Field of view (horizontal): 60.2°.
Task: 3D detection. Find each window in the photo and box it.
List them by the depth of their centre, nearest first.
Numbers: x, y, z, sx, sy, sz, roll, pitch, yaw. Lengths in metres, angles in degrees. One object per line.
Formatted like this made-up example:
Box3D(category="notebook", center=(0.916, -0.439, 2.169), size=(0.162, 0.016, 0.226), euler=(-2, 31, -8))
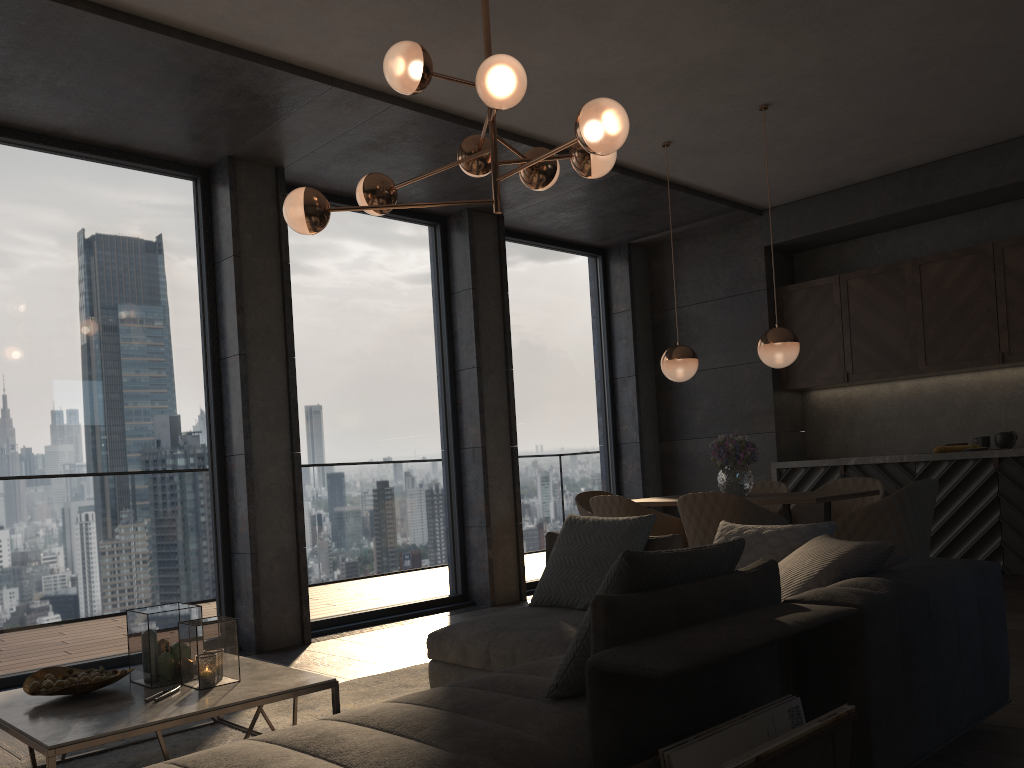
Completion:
Box3D(category="window", center=(-1.680, 0.162, 5.639), size=(7.261, 2.993, 0.200), euler=(1, -4, -44))

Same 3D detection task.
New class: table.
Box3D(category="table", center=(-1.248, 1.213, 3.071), size=(0.930, 0.308, 0.935), euler=(2, -7, -44))
Box3D(category="table", center=(1.375, 1.071, 5.389), size=(0.768, 0.767, 1.474), euler=(0, -5, -44))

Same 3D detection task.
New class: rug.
Box3D(category="rug", center=(-0.765, 1.356, 3.192), size=(3.141, 0.020, 1.738), euler=(2, -8, -44))

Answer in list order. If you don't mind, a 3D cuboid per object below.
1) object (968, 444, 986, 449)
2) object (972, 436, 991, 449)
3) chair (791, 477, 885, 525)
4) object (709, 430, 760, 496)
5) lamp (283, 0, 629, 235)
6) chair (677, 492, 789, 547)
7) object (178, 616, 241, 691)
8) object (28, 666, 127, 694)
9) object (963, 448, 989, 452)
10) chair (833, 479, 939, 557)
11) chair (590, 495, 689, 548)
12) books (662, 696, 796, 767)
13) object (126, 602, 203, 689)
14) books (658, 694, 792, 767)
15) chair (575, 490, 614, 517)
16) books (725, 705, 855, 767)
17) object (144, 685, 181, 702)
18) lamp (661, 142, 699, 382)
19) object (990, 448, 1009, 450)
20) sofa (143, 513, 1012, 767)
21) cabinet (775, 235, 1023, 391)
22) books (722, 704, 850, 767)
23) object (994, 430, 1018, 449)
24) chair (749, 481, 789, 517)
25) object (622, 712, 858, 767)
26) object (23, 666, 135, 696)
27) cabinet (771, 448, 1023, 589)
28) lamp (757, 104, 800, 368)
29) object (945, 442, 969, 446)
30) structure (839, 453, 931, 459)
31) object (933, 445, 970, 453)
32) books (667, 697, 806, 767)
Box3D(category="object", center=(3.325, 0.454, 6.332), size=(0.116, 0.045, 0.120), euler=(1, -7, -39))
Box3D(category="object", center=(3.439, 0.435, 6.454), size=(0.112, 0.103, 0.091), euler=(-3, -3, -12))
Box3D(category="chair", center=(2.047, 1.009, 5.501), size=(0.509, 0.835, 0.557), euler=(-1, -3, -45))
Box3D(category="object", center=(1.370, 0.484, 5.407), size=(0.298, 0.408, 0.329), euler=(-4, -3, 16))
Box3D(category="lamp", center=(-0.136, -1.163, 3.724), size=(1.467, 1.036, 1.016), euler=(-5, -4, 22))
Box3D(category="chair", center=(1.195, 0.985, 4.758), size=(0.557, 0.835, 0.509), euler=(-5, -3, 40))
Box3D(category="object", center=(-1.063, 0.940, 3.099), size=(0.149, 0.220, 0.149), euler=(-1, -3, -44))
Box3D(category="object", center=(-1.498, 1.032, 3.048), size=(0.278, 0.072, 0.324), euler=(-7, -7, 35))
Box3D(category="object", center=(3.326, 0.472, 6.332), size=(0.170, 0.020, 0.171), euler=(-2, -6, -18))
Box3D(category="chair", center=(1.989, 0.932, 4.709), size=(0.554, 0.835, 0.512), euler=(-2, -3, -40))
Box3D(category="chair", center=(0.769, 1.055, 5.197), size=(0.509, 0.835, 0.557), euler=(-2, -3, -35))
Box3D(category="books", center=(0.568, 0.986, 2.111), size=(0.567, 0.354, 0.068), euler=(1, -3, -44))
Box3D(category="object", center=(-1.256, 0.942, 3.203), size=(0.196, 0.260, 0.200), euler=(-1, -3, -44))
Box3D(category="books", center=(0.559, 0.988, 2.124), size=(0.567, 0.354, 0.062), euler=(1, -3, -44))
Box3D(category="chair", center=(0.740, 1.143, 6.052), size=(0.554, 0.835, 0.512), euler=(-2, -3, -40))
Box3D(category="books", center=(0.639, 0.973, 2.023), size=(0.567, 0.354, 0.065), euler=(1, -3, -44))
Box3D(category="object", center=(-1.161, 1.035, 2.954), size=(0.046, 0.012, 0.182), euler=(-4, -6, 7))
Box3D(category="lamp", center=(1.038, -0.781, 5.684), size=(0.238, 1.542, 0.240), euler=(-3, -1, -38))
Box3D(category="object", center=(3.317, 0.478, 6.400), size=(0.492, 0.040, 0.284), euler=(-8, -8, 41))
Box3D(category="sofa", center=(0.084, 0.887, 2.891), size=(2.909, 0.782, 2.034), euler=(2, -7, -44))
Box3D(category="cabinet", center=(3.536, -0.566, 6.338), size=(0.369, 0.863, 3.410), euler=(-2, -5, -44))
Box3D(category="books", center=(0.635, 0.975, 2.037), size=(0.567, 0.354, 0.065), euler=(1, -3, -44))
Box3D(category="object", center=(3.542, 0.400, 6.341), size=(0.136, 0.137, 0.153), euler=(-4, -4, 19))
Box3D(category="chair", center=(1.613, 1.084, 5.985), size=(0.557, 0.835, 0.509), euler=(-5, -3, 40))
Box3D(category="object", center=(0.548, 0.989, 2.023), size=(0.667, 0.351, 0.217), euler=(1, -5, -44))
Box3D(category="object", center=(-1.493, 1.030, 3.055), size=(0.348, 0.083, 0.347), euler=(-6, -6, 23))
Box3D(category="cabinet", center=(3.542, 0.935, 6.243), size=(0.600, 0.947, 3.409), euler=(-1, -5, -44))
Box3D(category="lamp", center=(1.522, -0.862, 5.179), size=(0.239, 1.542, 0.239), euler=(-4, -1, 22))
Box3D(category="object", center=(3.319, 0.471, 6.590), size=(0.157, 0.068, 0.116), euler=(-6, -5, 31))
Box3D(category="structure", center=(2.951, 0.562, 6.857), size=(0.504, 0.017, 0.613), euler=(2, -8, -44))
Box3D(category="object", center=(3.233, 0.477, 6.467), size=(0.301, 0.054, 0.071), euler=(-3, -4, -3))
Box3D(category="books", center=(0.580, 0.985, 2.096), size=(0.567, 0.352, 0.079), euler=(1, -3, -44))
